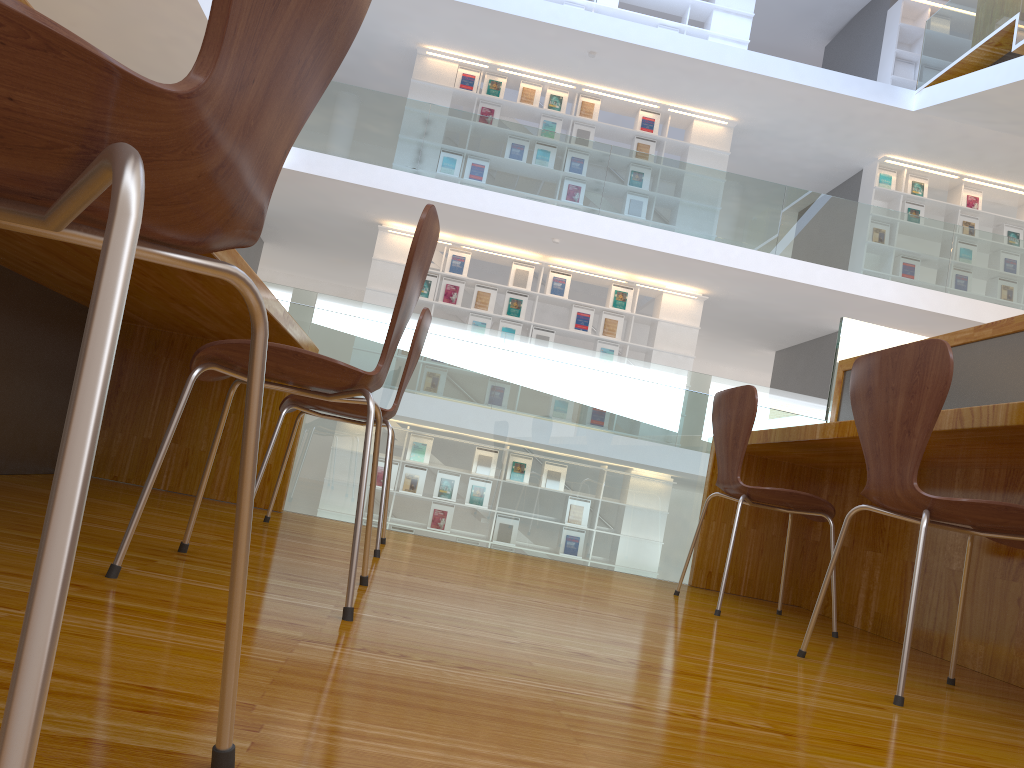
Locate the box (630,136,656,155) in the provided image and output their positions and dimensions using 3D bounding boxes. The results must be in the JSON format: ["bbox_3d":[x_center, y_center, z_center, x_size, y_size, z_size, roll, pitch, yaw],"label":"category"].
[{"bbox_3d":[1.479,-2.624,10.071,0.245,0.296,0.274,12,-6,-5],"label":"box"}]

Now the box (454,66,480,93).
[{"bbox_3d":[-0.506,-3.364,9.931,0.245,0.296,0.274,12,-6,-5],"label":"box"}]

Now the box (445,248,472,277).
[{"bbox_3d":[-0.596,-1.308,9.728,0.245,0.296,0.274,12,-6,-5],"label":"box"}]

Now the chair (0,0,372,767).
[{"bbox_3d":[-0.306,-0.099,0.486,0.381,0.693,0.428,12,-6,-5],"label":"chair"}]

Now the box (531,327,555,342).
[{"bbox_3d":[0.321,-0.453,9.744,0.245,0.296,0.274,12,-6,-5],"label":"box"}]

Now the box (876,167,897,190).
[{"bbox_3d":[4.343,-2.362,10.413,0.245,0.296,0.274,12,-6,-5],"label":"box"}]

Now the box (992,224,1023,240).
[{"bbox_3d":[5.882,-1.712,10.514,0.245,0.296,0.274,12,-6,-5],"label":"box"}]

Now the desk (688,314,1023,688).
[{"bbox_3d":[1.569,0.278,2.070,1.248,1.022,3.216,12,-6,-5],"label":"desk"}]

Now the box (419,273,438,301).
[{"bbox_3d":[-0.956,-1.049,9.665,0.245,0.296,0.274,12,-6,-5],"label":"box"}]

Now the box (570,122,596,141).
[{"bbox_3d":[0.786,-2.766,10.011,0.245,0.296,0.274,12,-6,-5],"label":"box"}]

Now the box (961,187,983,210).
[{"bbox_3d":[5.393,-2.148,10.501,0.245,0.296,0.274,12,-6,-5],"label":"box"}]

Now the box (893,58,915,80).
[{"bbox_3d":[4.625,-3.682,10.567,0.245,0.296,0.274,12,-6,-5],"label":"box"}]

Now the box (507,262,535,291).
[{"bbox_3d":[0.097,-1.166,9.788,0.245,0.296,0.274,12,-6,-5],"label":"box"}]

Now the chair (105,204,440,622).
[{"bbox_3d":[-0.386,0.014,1.597,0.381,0.693,0.428,12,-6,-5],"label":"chair"}]

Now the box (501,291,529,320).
[{"bbox_3d":[0.028,-0.846,9.750,0.245,0.296,0.274,12,-6,-5],"label":"box"}]

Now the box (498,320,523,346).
[{"bbox_3d":[-0.040,-0.526,9.713,0.245,0.296,0.274,12,-6,-5],"label":"box"}]

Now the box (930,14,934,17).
[{"bbox_3d":[5.115,-4.247,10.672,0.245,0.296,0.274,12,-6,-5],"label":"box"}]

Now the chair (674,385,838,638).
[{"bbox_3d":[0.808,0.389,2.804,0.381,0.693,0.428,12,-6,-5],"label":"chair"}]

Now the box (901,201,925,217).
[{"bbox_3d":[4.670,-1.963,10.410,0.245,0.296,0.274,12,-6,-5],"label":"box"}]

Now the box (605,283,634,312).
[{"bbox_3d":[1.199,-0.939,9.883,0.245,0.296,0.274,12,-6,-5],"label":"box"}]

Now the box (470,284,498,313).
[{"bbox_3d":[-0.309,-0.915,9.721,0.245,0.296,0.274,12,-6,-5],"label":"box"}]

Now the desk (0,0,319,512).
[{"bbox_3d":[-1.361,-0.051,1.560,1.527,0.785,3.243,12,-6,-5],"label":"desk"}]

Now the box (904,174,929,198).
[{"bbox_3d":[4.730,-2.282,10.446,0.245,0.296,0.274,12,-6,-5],"label":"box"}]

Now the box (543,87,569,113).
[{"bbox_3d":[0.487,-3.162,10.017,0.245,0.296,0.274,12,-6,-5],"label":"box"}]

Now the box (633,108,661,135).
[{"bbox_3d":[1.535,-2.947,10.107,0.245,0.296,0.274,12,-6,-5],"label":"box"}]

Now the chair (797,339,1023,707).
[{"bbox_3d":[0.909,0.299,1.842,0.381,0.693,0.428,12,-6,-5],"label":"chair"}]

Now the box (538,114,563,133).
[{"bbox_3d":[0.418,-2.842,9.979,0.245,0.296,0.274,12,-6,-5],"label":"box"}]

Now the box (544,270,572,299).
[{"bbox_3d":[0.505,-1.082,9.823,0.245,0.296,0.274,12,-6,-5],"label":"box"}]

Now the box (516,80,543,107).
[{"bbox_3d":[0.188,-3.224,9.991,0.245,0.296,0.274,12,-6,-5],"label":"box"}]

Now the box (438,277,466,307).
[{"bbox_3d":[-0.660,-0.986,9.703,0.245,0.296,0.274,12,-6,-5],"label":"box"}]

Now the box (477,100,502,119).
[{"bbox_3d":[-0.270,-2.982,9.932,0.245,0.296,0.274,12,-6,-5],"label":"box"}]

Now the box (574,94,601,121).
[{"bbox_3d":[0.852,-3.087,10.048,0.245,0.296,0.274,12,-6,-5],"label":"box"}]

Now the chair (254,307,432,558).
[{"bbox_3d":[-0.487,0.104,2.559,0.381,0.693,0.428,12,-6,-5],"label":"chair"}]

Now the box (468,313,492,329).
[{"bbox_3d":[-0.370,-0.595,9.684,0.245,0.296,0.274,12,-6,-5],"label":"box"}]

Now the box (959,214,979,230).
[{"bbox_3d":[5.334,-1.825,10.467,0.245,0.296,0.274,12,-6,-5],"label":"box"}]

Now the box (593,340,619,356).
[{"bbox_3d":[1.027,-0.308,9.805,0.245,0.296,0.274,12,-6,-5],"label":"box"}]

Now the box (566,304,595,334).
[{"bbox_3d":[0.757,-0.699,9.813,0.245,0.296,0.274,12,-6,-5],"label":"box"}]

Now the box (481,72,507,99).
[{"bbox_3d":[-0.206,-3.304,9.957,0.245,0.296,0.274,12,-6,-5],"label":"box"}]

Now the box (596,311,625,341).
[{"bbox_3d":[1.089,-0.628,9.842,0.245,0.296,0.274,12,-6,-5],"label":"box"}]
